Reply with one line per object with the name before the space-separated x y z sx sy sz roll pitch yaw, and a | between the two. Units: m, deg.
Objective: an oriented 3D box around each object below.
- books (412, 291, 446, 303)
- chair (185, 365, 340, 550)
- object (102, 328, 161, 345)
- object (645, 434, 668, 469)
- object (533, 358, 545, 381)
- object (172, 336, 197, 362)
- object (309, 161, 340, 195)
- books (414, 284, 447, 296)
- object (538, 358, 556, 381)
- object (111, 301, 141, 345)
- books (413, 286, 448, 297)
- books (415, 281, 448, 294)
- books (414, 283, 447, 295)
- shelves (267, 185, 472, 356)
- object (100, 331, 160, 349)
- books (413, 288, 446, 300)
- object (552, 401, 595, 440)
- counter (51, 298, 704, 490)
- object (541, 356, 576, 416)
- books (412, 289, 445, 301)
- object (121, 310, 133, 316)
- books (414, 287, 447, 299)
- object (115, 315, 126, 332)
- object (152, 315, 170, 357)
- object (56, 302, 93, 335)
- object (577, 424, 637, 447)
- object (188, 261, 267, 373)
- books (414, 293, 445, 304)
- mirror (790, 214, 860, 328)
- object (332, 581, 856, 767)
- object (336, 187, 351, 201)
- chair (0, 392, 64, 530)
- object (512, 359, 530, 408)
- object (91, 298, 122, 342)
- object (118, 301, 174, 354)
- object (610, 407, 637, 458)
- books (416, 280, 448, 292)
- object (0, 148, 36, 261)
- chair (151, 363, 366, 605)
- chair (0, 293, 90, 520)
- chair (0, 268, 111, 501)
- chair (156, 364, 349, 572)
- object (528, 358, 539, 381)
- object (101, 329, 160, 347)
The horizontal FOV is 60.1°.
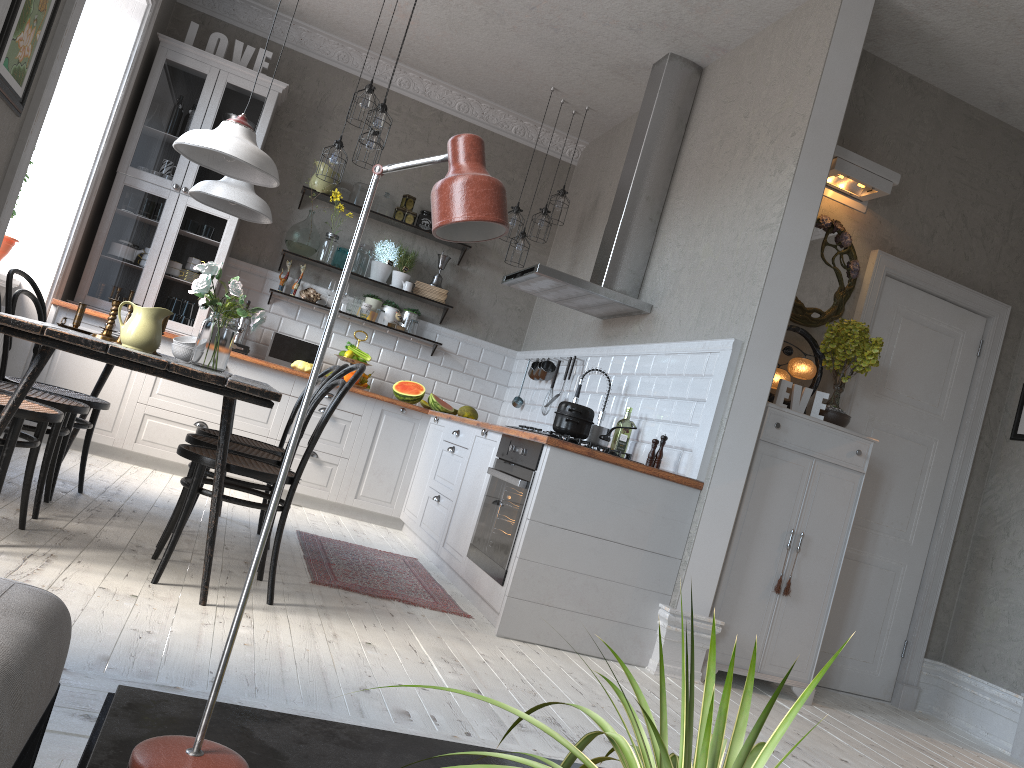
books | -0.648 -0.665 6.855 0.263 0.011 0.156 17 -4 -12
chair | -1.214 0.274 4.216 0.556 0.921 0.431 18 -5 -20
object | -1.621 -0.193 3.765 0.236 0.027 0.238 16 -4 5
object | 0.665 0.303 4.061 0.074 0.167 0.035 18 -5 -18
object | 0.219 -0.102 6.232 0.109 0.162 0.135 18 -4 -15
object | -1.426 -0.159 3.876 0.125 0.119 0.127 16 -4 -2
object | -1.385 -1.502 6.527 0.191 0.217 0.172 17 -4 -4
books | -0.632 -0.717 6.859 0.263 0.011 0.156 17 -4 -12
object | 0.247 -0.103 6.109 0.108 0.162 0.136 16 -4 0
object | -1.422 -0.228 3.270 0.062 0.172 0.062 16 -4 4
books | -0.635 -0.707 6.859 0.264 0.011 0.156 17 -4 -15
books | -0.626 -0.737 6.861 0.263 0.016 0.156 17 -4 -9
books | -0.629 -0.727 6.860 0.262 0.016 0.157 17 -4 -5
shelves | -1.074 -0.811 6.701 1.332 0.924 0.225 18 -5 -18
object | -1.626 -0.177 3.764 0.237 0.027 0.237 16 -4 0
books | -0.642 -0.685 6.857 0.263 0.016 0.156 17 -4 -9
object | 0.279 0.165 4.013 0.194 0.147 0.189 19 -5 -38
counter | -1.077 -0.028 5.050 3.200 0.039 3.346 17 -4 -17
object | 0.294 0.025 5.743 0.082 0.443 0.325 18 -5 -16
books | -0.645 -0.675 6.856 0.262 0.016 0.157 17 -4 -5
object | -1.605 -0.247 3.769 0.182 0.094 0.176 18 -4 -26
books | -0.639 -0.696 6.858 0.263 0.011 0.156 17 -4 -12
object | -1.611 -0.228 3.768 0.182 0.094 0.176 18 -4 -26
object | -1.300 -0.189 3.275 0.059 0.167 0.059 17 -4 -4
object | -1.710 -0.265 3.497 0.142 0.112 0.137 19 -5 -35
object | 0.458 0.247 4.314 0.300 0.134 0.176 15 -4 17
object | -1.130 -0.257 3.458 0.316 0.414 0.248 18 -5 -19
books | -0.651 -0.654 6.854 0.264 0.011 0.156 17 -4 -15
mirror | 1.577 -0.590 4.583 0.539 0.594 0.070 18 -5 -18
object | 0.173 0.397 0.804 0.732 0.420 0.662 16 -4 1
object | -1.270 -1.406 6.628 0.104 0.111 0.102 18 -4 -18
chair | -1.795 0.017 2.970 0.553 0.921 0.434 17 -4 -10
object | 0.083 -0.004 6.593 0.078 0.379 0.081 18 -5 -17
object | -1.499 -0.247 3.319 0.098 0.172 0.094 20 -5 -36
object | -1.326 -0.205 3.180 0.133 0.170 0.152 13 -5 34
object | 0.586 0.260 4.587 0.090 0.282 0.081 18 -5 -17
books | -0.623 -0.747 6.862 0.263 0.011 0.156 17 -4 -12
object | -2.808 -1.036 4.911 0.258 0.814 0.261 16 -5 10
chair | -0.936 0.287 3.250 0.556 0.921 0.431 18 -5 -20
chair | -1.957 0.007 3.493 0.556 0.921 0.431 18 -5 -20
chair | -2.079 0.004 3.959 0.551 0.921 0.436 17 -4 -5
chair | -1.092 0.276 3.753 0.553 0.921 0.434 17 -4 -10
object | 0.182 -0.105 6.353 0.109 0.162 0.136 17 -4 -5
object | -1.623 -0.186 3.765 0.232 0.027 0.242 13 -5 40
